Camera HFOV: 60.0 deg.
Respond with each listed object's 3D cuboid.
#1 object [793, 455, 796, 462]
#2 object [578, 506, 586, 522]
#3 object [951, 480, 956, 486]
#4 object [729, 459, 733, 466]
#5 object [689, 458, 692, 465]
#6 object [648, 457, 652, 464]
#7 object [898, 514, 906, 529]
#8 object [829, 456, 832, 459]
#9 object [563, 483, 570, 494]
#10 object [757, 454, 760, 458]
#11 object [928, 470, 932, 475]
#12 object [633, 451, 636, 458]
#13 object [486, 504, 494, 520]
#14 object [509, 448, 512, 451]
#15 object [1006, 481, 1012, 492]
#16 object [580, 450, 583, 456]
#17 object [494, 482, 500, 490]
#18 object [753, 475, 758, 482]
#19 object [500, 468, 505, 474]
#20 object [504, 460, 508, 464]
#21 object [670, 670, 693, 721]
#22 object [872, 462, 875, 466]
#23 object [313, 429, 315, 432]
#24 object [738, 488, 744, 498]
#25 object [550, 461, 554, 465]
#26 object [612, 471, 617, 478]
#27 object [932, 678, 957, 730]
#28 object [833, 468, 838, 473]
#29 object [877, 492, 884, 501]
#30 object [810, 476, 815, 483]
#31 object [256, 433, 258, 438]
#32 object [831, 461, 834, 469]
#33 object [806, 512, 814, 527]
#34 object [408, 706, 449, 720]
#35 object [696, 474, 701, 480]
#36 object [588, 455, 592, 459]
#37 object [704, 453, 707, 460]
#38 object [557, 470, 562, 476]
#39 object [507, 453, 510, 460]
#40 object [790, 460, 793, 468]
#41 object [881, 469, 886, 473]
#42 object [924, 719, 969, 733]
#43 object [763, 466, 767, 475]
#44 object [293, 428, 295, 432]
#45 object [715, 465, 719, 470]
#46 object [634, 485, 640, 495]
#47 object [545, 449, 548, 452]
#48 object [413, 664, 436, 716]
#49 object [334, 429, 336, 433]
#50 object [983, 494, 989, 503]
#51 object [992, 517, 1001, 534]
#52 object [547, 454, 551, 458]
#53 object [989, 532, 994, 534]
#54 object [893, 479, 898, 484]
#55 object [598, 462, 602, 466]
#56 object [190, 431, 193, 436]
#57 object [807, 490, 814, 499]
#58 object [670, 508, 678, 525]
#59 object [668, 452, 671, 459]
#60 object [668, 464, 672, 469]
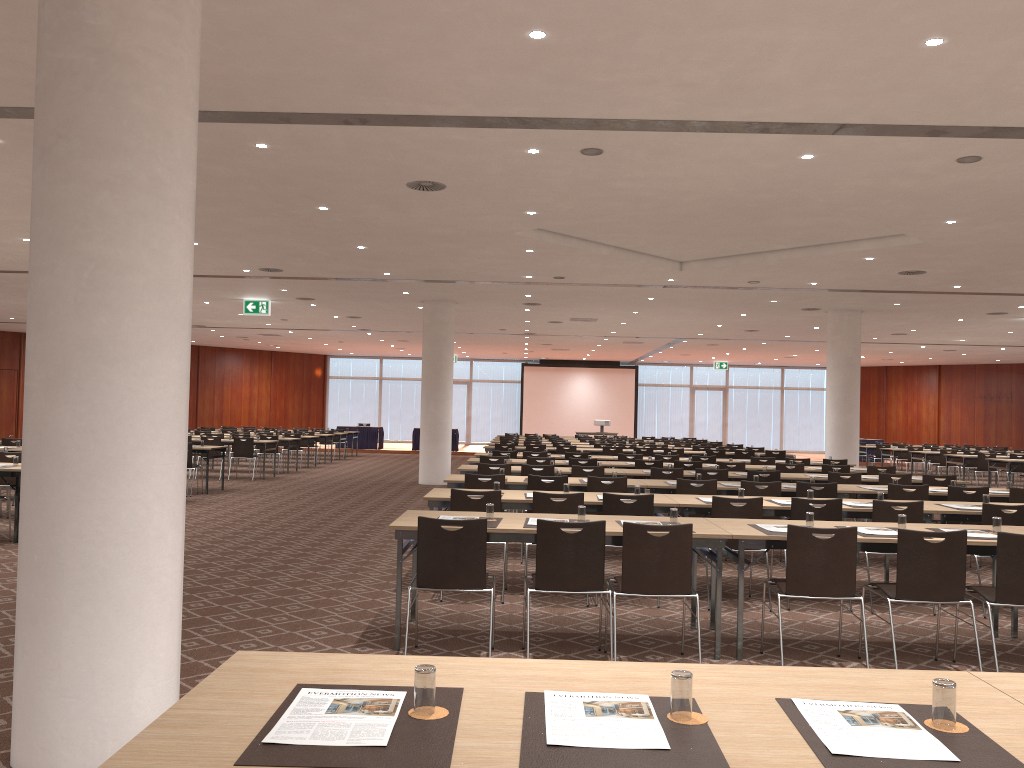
[{"bbox_3d":[5.166,1.364,16.227,0.054,0.114,0.054,0,-2,35],"label":"object"},{"bbox_3d":[0.494,0.923,6.293,0.054,0.114,0.054,0,-2,35],"label":"object"},{"bbox_3d":[5.087,1.165,10.221,0.054,0.114,0.054,2,-2,-33],"label":"object"},{"bbox_3d":[3.516,1.258,14.239,0.054,0.114,0.054,0,-2,35],"label":"object"},{"bbox_3d":[2.867,1.243,14.252,0.054,0.114,0.054,0,-2,35],"label":"object"},{"bbox_3d":[2.221,1.227,14.266,0.054,0.114,0.054,0,-2,35],"label":"object"},{"bbox_3d":[2.748,0.978,6.248,0.054,0.114,0.054,2,-2,-33],"label":"object"},{"bbox_3d":[5.820,1.380,16.213,0.054,0.114,0.054,2,-1,-10],"label":"object"},{"bbox_3d":[0.509,0.989,8.293,0.054,0.114,0.054,1,-1,12],"label":"object"},{"bbox_3d":[4.510,1.348,16.228,0.054,0.114,0.054,1,-1,12],"label":"object"},{"bbox_3d":[5.756,1.247,12.215,0.054,0.114,0.054,2,-1,-10],"label":"object"},{"bbox_3d":[2.245,1.293,16.262,0.054,0.114,0.054,2,-1,-10],"label":"object"},{"bbox_3d":[-0.156,0.907,6.287,0.054,0.114,0.054,2,-2,-33],"label":"object"},{"bbox_3d":[-0.034,1.237,16.285,0.054,0.114,0.054,2,-1,-10],"label":"object"},{"bbox_3d":[5.730,1.181,10.221,0.054,0.114,0.054,2,-2,-33],"label":"object"},{"bbox_3d":[1.280,1.270,16.280,0.054,0.114,0.054,0,-2,35],"label":"object"},{"bbox_3d":[-0.143,0.973,8.287,0.054,0.114,0.054,2,-1,-10],"label":"object"},{"bbox_3d":[2.819,1.110,10.248,0.054,0.114,0.054,0,-2,35],"label":"object"},{"bbox_3d":[-0.115,1.040,10.302,0.054,0.114,0.054,0,-2,35],"label":"object"},{"bbox_3d":[-0.085,1.106,12.299,0.054,0.114,0.054,2,-1,-10],"label":"object"},{"bbox_3d":[0.430,0.789,2.250,0.054,0.114,0.054,2,-2,-33],"label":"object"},{"bbox_3d":[5.791,1.313,14.204,0.054,0.114,0.054,0,-2,35],"label":"object"},{"bbox_3d":[-6.216,1.464,27.874,0.054,0.114,0.054,2,-1,-10],"label":"object"},{"bbox_3d":[2.133,1.028,8.254,0.054,0.114,0.054,2,-1,-10],"label":"object"},{"bbox_3d":[0.559,1.121,12.290,0.054,0.114,0.054,2,-1,-10],"label":"object"},{"bbox_3d":[1.189,1.071,10.274,0.054,0.114,0.054,2,-2,-33],"label":"object"},{"bbox_3d":[1.088,0.805,2.232,0.054,0.114,0.054,2,-2,-33],"label":"object"},{"bbox_3d":[4.461,1.216,12.236,0.054,0.114,0.054,2,-2,-33],"label":"object"},{"bbox_3d":[3.430,1.060,8.250,0.054,0.114,0.054,2,-1,-10],"label":"object"},{"bbox_3d":[3.467,1.126,10.235,0.054,0.114,0.054,0,-2,35],"label":"object"},{"bbox_3d":[-6.292,1.266,21.886,0.054,0.114,0.054,2,-2,-33],"label":"object"},{"bbox_3d":[5.137,1.297,14.212,0.054,0.114,0.054,2,-2,-33],"label":"object"},{"bbox_3d":[2.101,0.962,6.254,0.054,0.114,0.054,2,-2,-33],"label":"object"},{"bbox_3d":[-0.211,0.831,2.241,0.102,0.001,0.102,3,-2,-33],"label":"object"},{"bbox_3d":[2.161,1.094,10.252,0.054,0.114,0.054,0,-2,35],"label":"object"},{"bbox_3d":[1.251,1.203,14.267,0.054,0.114,0.054,1,-1,12],"label":"object"},{"bbox_3d":[3.539,1.324,16.236,0.054,0.114,0.054,2,-1,-10],"label":"object"},{"bbox_3d":[0.546,1.055,10.286,0.054,0.114,0.054,2,-2,-33],"label":"object"},{"bbox_3d":[-0.057,1.172,14.300,0.054,0.114,0.054,0,-2,35],"label":"object"},{"bbox_3d":[4.484,1.282,14.227,0.054,0.114,0.054,2,-2,-33],"label":"object"},{"bbox_3d":[5.115,1.231,12.212,0.054,0.114,0.054,2,-2,-33],"label":"object"},{"bbox_3d":[1.096,0.863,2.239,0.102,0.001,0.102,3,-2,-33],"label":"object"},{"bbox_3d":[3.489,1.192,12.236,0.054,0.114,0.054,0,-2,35],"label":"object"},{"bbox_3d":[-6.862,1.448,27.878,0.054,0.114,0.054,2,-1,-10],"label":"object"},{"bbox_3d":[2.833,1.176,12.248,0.054,0.114,0.054,2,-1,-10],"label":"object"},{"bbox_3d":[1.168,1.005,8.269,0.054,0.114,0.054,0,-2,35],"label":"object"},{"bbox_3d":[0.627,1.254,16.281,0.054,0.114,0.054,1,-1,12],"label":"object"},{"bbox_3d":[-0.221,0.773,2.244,0.054,0.114,0.054,2,-2,-33],"label":"object"},{"bbox_3d":[-5.567,1.480,27.866,0.054,0.114,0.054,2,-1,-10],"label":"object"},{"bbox_3d":[4.402,1.083,8.234,0.054,0.114,0.054,0,-2,35],"label":"object"},{"bbox_3d":[3.410,0.994,6.235,0.054,0.114,0.054,2,-2,-33],"label":"object"},{"bbox_3d":[0.595,1.188,14.287,0.054,0.114,0.054,1,-1,12],"label":"object"},{"bbox_3d":[3.413,1.051,6.241,0.102,0.001,0.102,3,-2,-33],"label":"object"},{"bbox_3d":[4.424,1.150,10.235,0.054,0.114,0.054,1,-1,12],"label":"object"},{"bbox_3d":[1.211,1.137,12.272,0.054,0.114,0.054,2,-2,-33],"label":"object"},{"bbox_3d":[-7.914,1.227,21.904,0.054,0.114,0.054,0,-2,35],"label":"object"},{"bbox_3d":[2.780,1.044,8.263,0.054,0.114,0.054,2,-1,-10],"label":"object"},{"bbox_3d":[1.147,0.939,6.284,0.054,0.114,0.054,2,-2,-33],"label":"object"},{"bbox_3d":[2.883,1.308,16.249,0.054,0.114,0.054,2,-1,-10],"label":"object"},{"bbox_3d":[2.188,1.161,12.264,0.054,0.114,0.054,2,-1,-10],"label":"object"}]
